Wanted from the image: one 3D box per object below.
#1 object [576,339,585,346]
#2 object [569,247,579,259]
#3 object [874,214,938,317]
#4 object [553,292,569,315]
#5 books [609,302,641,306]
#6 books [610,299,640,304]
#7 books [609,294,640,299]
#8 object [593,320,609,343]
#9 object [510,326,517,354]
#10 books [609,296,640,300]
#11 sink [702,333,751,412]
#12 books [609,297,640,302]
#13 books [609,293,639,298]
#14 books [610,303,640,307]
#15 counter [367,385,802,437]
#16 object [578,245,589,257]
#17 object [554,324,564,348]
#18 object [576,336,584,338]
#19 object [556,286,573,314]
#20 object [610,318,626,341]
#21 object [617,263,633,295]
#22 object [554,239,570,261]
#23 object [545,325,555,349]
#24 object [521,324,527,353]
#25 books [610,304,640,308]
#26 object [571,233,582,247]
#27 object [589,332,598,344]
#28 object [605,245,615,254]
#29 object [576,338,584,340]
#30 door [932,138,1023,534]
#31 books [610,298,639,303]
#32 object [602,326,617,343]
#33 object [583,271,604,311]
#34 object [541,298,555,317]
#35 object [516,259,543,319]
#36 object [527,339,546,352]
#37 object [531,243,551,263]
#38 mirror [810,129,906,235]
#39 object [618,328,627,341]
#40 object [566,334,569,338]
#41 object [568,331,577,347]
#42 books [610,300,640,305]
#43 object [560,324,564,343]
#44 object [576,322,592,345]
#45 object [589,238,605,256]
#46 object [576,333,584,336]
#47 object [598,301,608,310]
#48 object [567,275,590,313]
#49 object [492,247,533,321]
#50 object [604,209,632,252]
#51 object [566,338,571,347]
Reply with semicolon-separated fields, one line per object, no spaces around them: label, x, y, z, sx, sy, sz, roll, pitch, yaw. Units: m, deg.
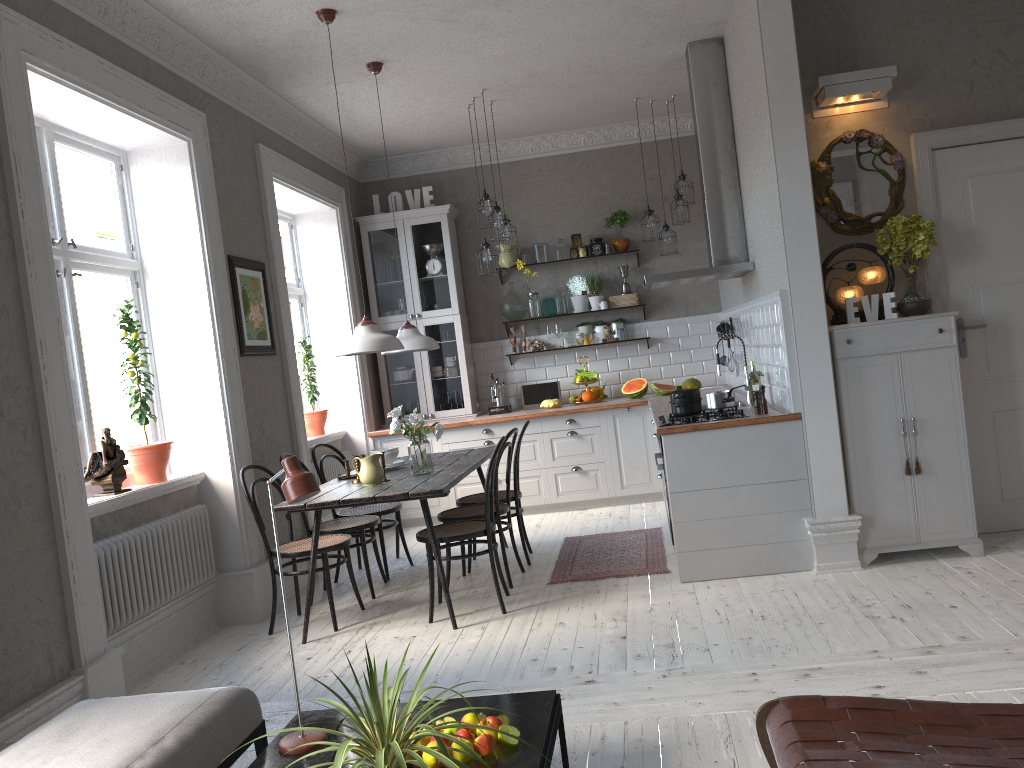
object;0.621;-0.374;8.005;0.077;0.051;0.077;-7;2;0
object;0.565;-1.184;8.041;0.082;0.113;0.083;-7;2;7
object;2.166;-0.646;4.803;0.291;0.553;0.347;-5;2;41
object;0.444;-0.728;8.039;0.122;0.206;0.127;-6;2;29
books;1.028;-0.726;8.050;0.258;0.016;0.160;-6;2;19
books;1.025;-0.748;8.049;0.259;0.011;0.159;-7;2;12
books;1.020;-0.791;8.048;0.258;0.016;0.159;-7;2;15
object;0.819;-0.481;8.117;0.170;0.214;0.150;-6;2;36
object;0.011;-0.407;8.167;0.054;0.264;0.060;-8;2;-22
books;1.021;-0.780;8.048;0.258;0.016;0.160;-6;2;19
sink;1.308;0.043;5.783;0.526;0.720;0.488;-7;2;7
books;1.023;-0.769;8.049;0.259;0.011;0.159;-7;2;12
books;1.019;-0.801;8.048;0.259;0.011;0.159;-7;2;12
books;1.029;-0.716;8.051;0.259;0.011;0.159;-7;2;12
counter;0.221;0.281;6.554;3.147;0.039;3.405;-7;2;7
object;0.651;-1.194;8.029;0.082;0.113;0.084;-6;2;17
object;0.428;-0.434;8.031;0.082;0.217;0.081;-7;2;-7
object;0.617;-0.408;8.004;0.076;0.051;0.078;-6;2;26
object;0.483;-0.766;8.185;0.130;0.264;0.132;-7;2;12
object;0.982;-0.499;8.109;0.158;0.213;0.153;-7;2;4
object;1.025;-0.951;8.036;0.131;0.288;0.130;-7;2;-8
object;0.454;-1.227;8.152;0.143;0.220;0.137;-8;2;-34
object;0.353;-0.427;8.133;0.082;0.217;0.081;-7;2;-7
object;0.113;-0.419;8.141;0.052;0.264;0.063;-5;3;43
books;1.031;-0.704;8.051;0.259;0.011;0.159;-7;2;9
object;0.583;-1.299;8.022;0.083;0.113;0.082;-7;2;-13
object;0.739;-0.418;8.047;0.078;0.108;0.078;-7;2;0
object;0.876;-1.211;7.958;0.093;0.096;0.075;-7;2;7
object;0.619;-0.391;8.004;0.077;0.051;0.077;-7;2;0
door;2.855;-0.271;4.968;0.748;2.183;0.080;-7;2;5
books;1.024;-0.759;8.049;0.259;0.011;0.159;-7;2;9
object;0.884;-0.452;8.024;0.120;0.147;0.099;-8;2;-26
object;0.753;-0.854;8.042;0.187;0.380;0.166;-8;2;-32
object;0.336;-0.701;8.140;0.125;0.172;0.127;-7;2;10
object;0.155;-0.863;8.005;0.192;0.540;0.280;-7;2;-1
object;0.220;-0.355;8.108;0.179;0.111;0.095;-7;2;-16
object;0.267;-1.184;8.076;0.176;0.184;0.168;-9;2;-44
mirror;1.962;-1.145;5.010;0.530;0.593;0.071;-7;2;6
object;0.991;-0.447;7.996;0.078;0.108;0.078;-7;2;0
object;0.534;-0.416;8.131;0.076;0.083;0.079;-6;2;25
object;0.555;-0.411;8.053;0.080;0.139;0.077;-8;2;-21
books;1.027;-0.737;8.050;0.258;0.016;0.159;-7;2;15
object;0.438;-0.437;8.120;0.082;0.217;0.081;-7;2;-7
object;0.664;-0.466;8.124;0.158;0.217;0.154;-7;2;-13
object;0.775;-1.241;8.065;0.141;0.174;0.142;-7;2;7
object;0.614;-0.433;8.003;0.077;0.051;0.077;-7;2;-7
object;0.828;-0.707;7.977;0.104;0.071;0.064;-6;2;37
object;0.631;-0.829;8.107;0.241;0.354;0.238;-6;2;25
object;-0.019;-0.912;8.064;0.339;0.674;0.332;-8;2;-25
object;0.984;-1.377;7.992;0.256;0.397;0.245;-6;2;31
object;0.538;-0.383;8.132;0.076;0.083;0.079;-6;2;25
